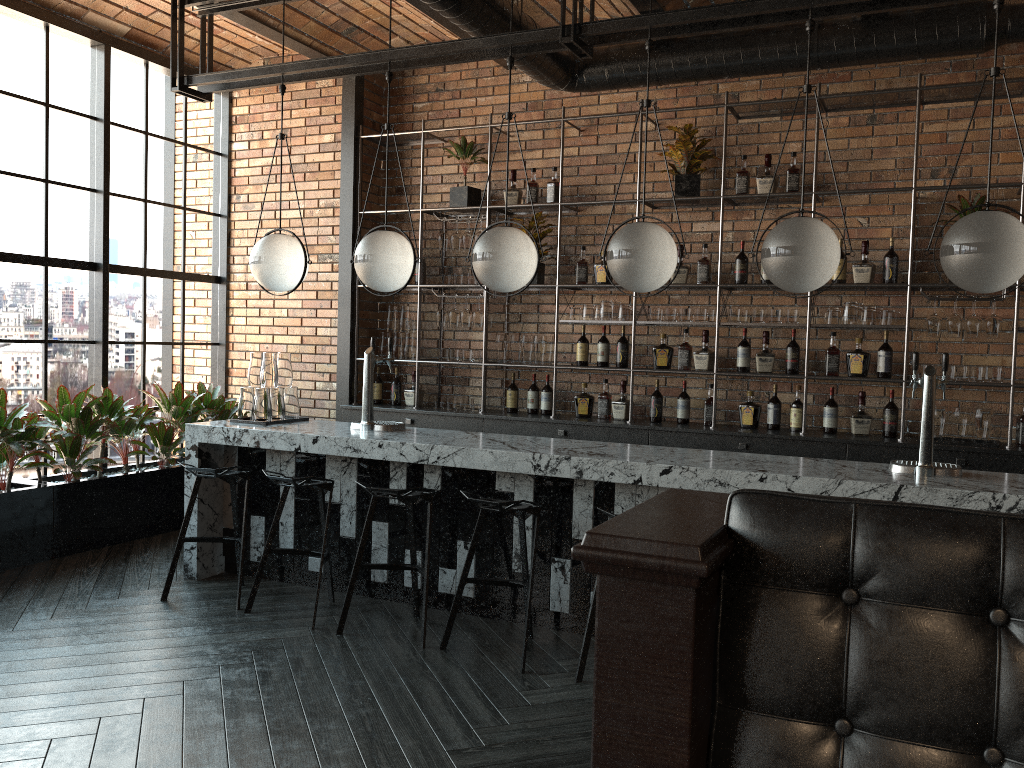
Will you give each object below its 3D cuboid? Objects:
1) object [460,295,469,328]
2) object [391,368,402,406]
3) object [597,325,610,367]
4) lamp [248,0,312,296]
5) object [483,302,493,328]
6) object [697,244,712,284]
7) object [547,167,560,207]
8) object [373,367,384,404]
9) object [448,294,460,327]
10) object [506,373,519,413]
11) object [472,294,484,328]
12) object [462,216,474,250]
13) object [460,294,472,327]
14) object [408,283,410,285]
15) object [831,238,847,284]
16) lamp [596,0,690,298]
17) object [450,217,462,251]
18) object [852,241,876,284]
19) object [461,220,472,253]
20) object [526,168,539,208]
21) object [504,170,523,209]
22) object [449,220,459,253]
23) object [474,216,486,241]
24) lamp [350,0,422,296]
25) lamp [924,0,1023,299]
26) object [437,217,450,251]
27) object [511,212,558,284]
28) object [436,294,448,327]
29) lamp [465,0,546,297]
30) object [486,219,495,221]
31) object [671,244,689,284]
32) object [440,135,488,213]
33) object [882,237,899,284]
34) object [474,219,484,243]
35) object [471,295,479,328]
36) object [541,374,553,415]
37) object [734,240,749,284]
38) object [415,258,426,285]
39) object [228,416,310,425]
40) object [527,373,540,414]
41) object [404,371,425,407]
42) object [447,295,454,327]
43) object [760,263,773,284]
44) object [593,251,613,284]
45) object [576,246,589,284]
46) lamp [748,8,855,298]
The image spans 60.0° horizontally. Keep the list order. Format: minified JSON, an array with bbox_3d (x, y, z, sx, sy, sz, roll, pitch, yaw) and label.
[{"bbox_3d":[-0.361,-0.556,6.803,0.092,0.244,0.092,3,3,31],"label":"object"},{"bbox_3d":[-0.907,0.020,6.968,0.086,0.297,0.086,0,3,-31],"label":"object"},{"bbox_3d":[0.650,-0.269,6.294,0.086,0.298,0.086,1,3,-16],"label":"object"},{"bbox_3d":[-1.345,-1.394,5.175,0.340,1.754,0.340,1,3,-19],"label":"lamp"},{"bbox_3d":[-0.177,-0.546,6.718,0.092,0.244,0.092,3,3,31],"label":"object"},{"bbox_3d":[1.289,-0.797,5.944,0.083,0.282,0.083,3,3,25],"label":"object"},{"bbox_3d":[0.303,-1.420,6.384,0.083,0.282,0.083,4,3,40],"label":"object"},{"bbox_3d":[-1.068,0.011,7.077,0.086,0.299,0.086,1,3,-16],"label":"object"},{"bbox_3d":[-0.430,-0.551,6.654,0.092,0.244,0.092,3,3,31],"label":"object"},{"bbox_3d":[0.006,0.065,6.578,0.086,0.299,0.086,1,3,-16],"label":"object"},{"bbox_3d":[-0.247,-0.542,6.569,0.092,0.244,0.092,3,3,31],"label":"object"},{"bbox_3d":[-0.324,-1.118,6.586,0.092,0.244,0.092,3,3,31],"label":"object"},{"bbox_3d":[-0.341,-0.546,6.612,0.092,0.244,0.092,3,3,31],"label":"object"},{"bbox_3d":[-0.856,-0.902,6.927,0.123,0.279,0.123,2,3,14],"label":"object"},{"bbox_3d":[2.066,-0.766,5.589,0.086,0.299,0.086,1,3,-16],"label":"object"},{"bbox_3d":[0.647,-1.294,4.248,0.340,1.754,0.340,1,3,-19],"label":"lamp"},{"bbox_3d":[-0.414,-1.123,6.628,0.092,0.244,0.092,3,3,31],"label":"object"},{"bbox_3d":[2.190,-0.749,5.510,0.123,0.279,0.123,3,3,34],"label":"object"},{"bbox_3d":[-0.344,-1.128,6.777,0.092,0.244,0.092,3,3,31],"label":"object"},{"bbox_3d":[0.152,-1.428,6.454,0.083,0.282,0.083,2,3,10],"label":"object"},{"bbox_3d":[0.010,-1.433,6.522,0.123,0.279,0.123,2,3,14],"label":"object"},{"bbox_3d":[-0.444,-1.133,6.823,0.092,0.244,0.092,3,3,31],"label":"object"},{"bbox_3d":[-0.230,-1.114,6.542,0.092,0.244,0.092,3,3,31],"label":"object"},{"bbox_3d":[-0.681,-1.361,4.866,0.340,1.754,0.340,1,3,-19],"label":"lamp"},{"bbox_3d":[1.974,-1.227,3.630,0.340,1.754,0.340,1,3,-19],"label":"lamp"},{"bbox_3d":[-0.513,-1.128,6.674,0.092,0.244,0.092,3,3,31],"label":"object"},{"bbox_3d":[0.148,-0.974,6.441,0.430,0.526,0.425,4,3,37],"label":"object"},{"bbox_3d":[-0.530,-0.556,6.700,0.092,0.244,0.092,3,3,31],"label":"object"},{"bbox_3d":[-0.017,-1.327,4.557,0.340,1.754,0.340,1,3,-19],"label":"lamp"},{"bbox_3d":[-0.160,-1.119,6.692,0.092,0.244,0.092,3,3,31],"label":"object"},{"bbox_3d":[1.137,-0.802,6.000,0.123,0.279,0.123,2,3,14],"label":"object"},{"bbox_3d":[-0.348,-1.589,6.711,0.377,0.554,0.422,2,3,13],"label":"object"},{"bbox_3d":[2.334,-0.753,5.461,0.086,0.297,0.086,1,3,-16],"label":"object"},{"bbox_3d":[-0.254,-1.123,6.735,0.092,0.244,0.092,3,3,31],"label":"object"},{"bbox_3d":[-0.271,-0.551,6.762,0.092,0.244,0.092,3,3,31],"label":"object"},{"bbox_3d":[0.257,0.076,6.463,0.086,0.298,0.086,1,3,-16],"label":"object"},{"bbox_3d":[1.514,-0.795,5.843,0.086,0.299,0.086,1,3,-16],"label":"object"},{"bbox_3d":[-0.708,-0.907,6.877,0.086,0.299,0.086,1,3,-16],"label":"object"},{"bbox_3d":[-1.466,0.217,5.380,0.273,0.019,0.437,3,3,25],"label":"object"},{"bbox_3d":[0.159,0.070,6.534,0.086,0.298,0.086,1,3,-16],"label":"object"},{"bbox_3d":[-0.761,0.037,6.913,0.123,0.279,0.123,4,3,39],"label":"object"},{"bbox_3d":[-0.460,-0.561,6.850,0.092,0.244,0.092,3,3,31],"label":"object"},{"bbox_3d":[1.675,-0.788,5.799,0.086,0.298,0.086,1,3,-16],"label":"object"},{"bbox_3d":[0.647,-0.812,6.243,0.151,0.248,0.094,3,3,29],"label":"object"},{"bbox_3d":[0.502,-0.837,6.310,0.083,0.282,0.083,2,3,10],"label":"object"},{"bbox_3d":[1.310,-1.261,3.939,0.340,1.754,0.340,1,3,-19],"label":"lamp"}]
